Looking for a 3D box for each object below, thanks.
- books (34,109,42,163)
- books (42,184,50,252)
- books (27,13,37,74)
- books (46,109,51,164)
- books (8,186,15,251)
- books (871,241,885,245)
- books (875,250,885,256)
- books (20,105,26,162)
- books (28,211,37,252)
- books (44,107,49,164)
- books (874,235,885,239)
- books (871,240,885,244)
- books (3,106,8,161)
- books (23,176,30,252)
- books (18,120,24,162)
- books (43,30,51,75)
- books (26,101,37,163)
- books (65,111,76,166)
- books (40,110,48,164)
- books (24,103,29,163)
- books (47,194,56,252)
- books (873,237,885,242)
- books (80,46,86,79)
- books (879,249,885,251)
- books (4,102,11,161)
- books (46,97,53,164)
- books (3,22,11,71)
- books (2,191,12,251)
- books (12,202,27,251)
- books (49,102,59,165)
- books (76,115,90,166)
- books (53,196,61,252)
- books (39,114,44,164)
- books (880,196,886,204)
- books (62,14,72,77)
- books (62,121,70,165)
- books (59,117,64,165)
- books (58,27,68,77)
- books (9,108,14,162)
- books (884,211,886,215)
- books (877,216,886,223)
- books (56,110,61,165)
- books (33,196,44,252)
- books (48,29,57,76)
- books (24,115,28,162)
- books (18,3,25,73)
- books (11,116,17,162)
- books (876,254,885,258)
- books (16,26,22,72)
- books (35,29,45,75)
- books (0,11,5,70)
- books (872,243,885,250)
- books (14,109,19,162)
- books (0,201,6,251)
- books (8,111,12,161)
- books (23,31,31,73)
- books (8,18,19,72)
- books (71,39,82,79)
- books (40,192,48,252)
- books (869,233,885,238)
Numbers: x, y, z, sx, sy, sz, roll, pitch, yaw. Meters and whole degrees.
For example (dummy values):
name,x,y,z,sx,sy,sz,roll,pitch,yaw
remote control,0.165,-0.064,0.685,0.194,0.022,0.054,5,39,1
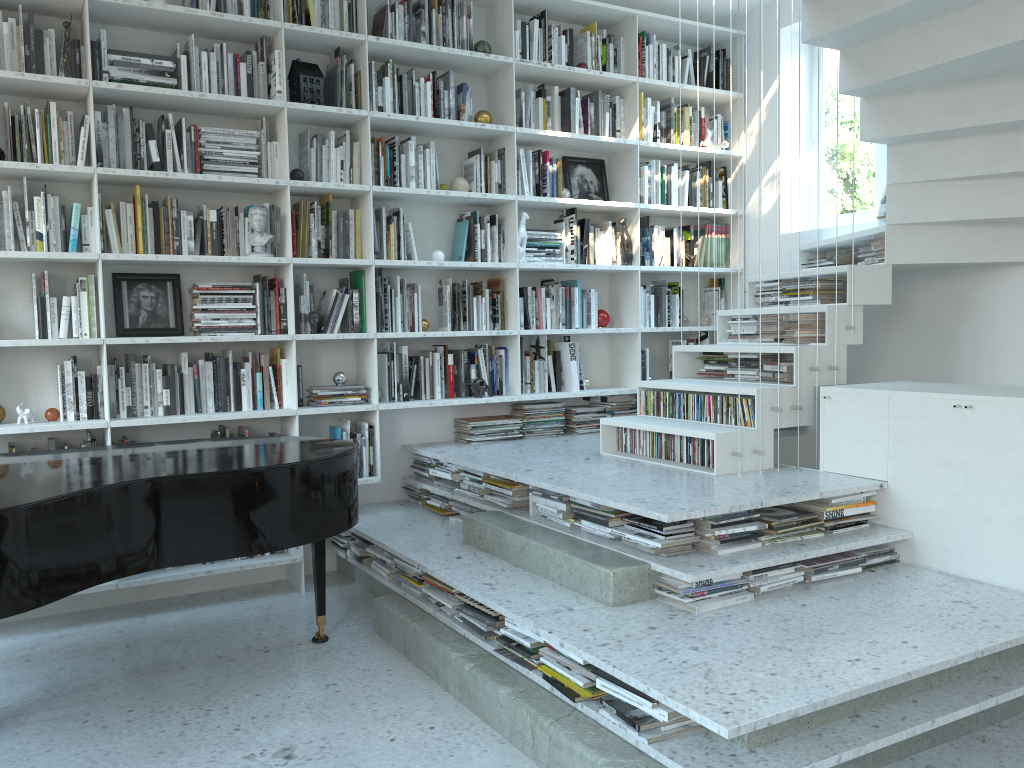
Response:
name,x,y,z,sx,sy,sz,roll,pitch,yaw
books,-2.071,-1.056,3.873,0.013,0.244,0.188,-3,5,-29
books,-2.058,-0.717,3.918,0.011,0.301,0.178,-3,5,-29
books,-2.096,-1.446,3.876,0.022,0.291,0.146,-3,5,-29
books,-2.044,-1.063,3.908,0.006,0.253,0.180,-3,5,-29
books,-2.174,-0.703,3.851,0.012,0.286,0.167,-3,5,-29
books,1.862,-0.665,4.174,0.290,0.006,0.149,-1,3,-1
books,1.864,-0.623,4.171,0.238,0.018,0.173,-1,3,-3
books,-2.136,-1.066,3.875,0.009,0.267,0.149,-3,5,-29
books,-2.117,-0.659,3.911,0.025,0.189,0.140,-3,5,-29
books,-2.052,-1.069,3.910,0.004,0.265,0.141,-3,5,-29
books,1.862,-0.694,4.164,0.266,0.008,0.163,-2,3,-9
books,1.862,-0.672,4.176,0.285,0.007,0.159,-1,3,-4
books,-2.193,-1.057,3.840,0.005,0.254,0.160,-3,5,-29
books,-2.127,-0.728,3.885,0.010,0.330,0.173,-3,5,-29
books,-2.140,-1.032,3.865,0.011,0.200,0.162,-3,4,-29
books,-2.043,-1.413,3.890,0.022,0.223,0.161,-3,5,-29
books,-2.108,-1.078,3.890,0.033,0.288,0.155,-3,5,-29
books,-1.967,-1.068,3.952,0.022,0.257,0.155,-3,5,-29
books,-2.061,-1.063,3.906,0.017,0.253,0.139,-3,5,-29
books,-2.119,-1.071,3.872,0.005,0.275,0.157,-3,5,-29
books,-2.043,-0.697,3.929,0.023,0.260,0.170,-3,5,-29
books,1.861,-0.683,4.187,0.262,0.016,0.131,-2,3,-6
books,-1.930,-1.407,3.985,0.019,0.194,0.098,-3,5,-29
books,1.862,-0.636,4.180,0.208,0.008,0.143,-2,3,-9
books,-2.189,-1.068,3.850,0.012,0.276,0.129,-3,5,-29
books,-2.040,-1.089,3.911,0.006,0.304,0.165,-3,5,-29
books,-2.167,-1.408,3.806,0.021,0.226,0.191,-3,4,-29
books,-2.194,-0.693,3.853,0.022,0.267,0.151,-3,5,-29
books,-2.155,-0.675,3.882,0.048,0.225,0.149,-3,5,-29
books,-2.025,-1.079,3.917,0.022,0.285,0.190,-3,5,-29
books,-1.918,-1.059,3.955,0.064,0.237,0.208,-3,4,-29
books,-2.034,-0.697,3.958,0.022,0.256,0.152,-3,5,-29
books,-2.079,-1.054,3.911,0.011,0.236,0.130,-3,5,-29
books,1.865,-0.858,4.098,0.283,0.012,0.175,0,4,15
books,-1.974,-1.457,3.921,0.058,0.303,0.175,-3,5,-29
books,-1.991,-1.047,3.950,0.024,0.216,0.142,-3,5,-29
books,-2.006,-1.053,3.941,0.011,0.230,0.165,-3,5,-29
books,-1.987,-1.437,3.916,0.055,0.264,0.166,-3,5,-29
books,-2.164,-1.050,3.834,0.005,0.240,0.173,-3,5,-29
books,1.868,-0.803,4.109,0.256,0.010,0.163,0,4,15
books,1.949,-0.816,4.374,0.226,0.013,0.284,1,4,33
books,-2.014,-1.066,3.932,0.010,0.257,0.140,-3,5,-29
books,-2.086,-0.689,3.906,0.028,0.247,0.170,-3,5,-29
books,-2.030,-1.422,3.914,0.024,0.237,0.153,-3,5,-29
books,-2.113,-1.040,3.852,0.006,0.216,0.181,-3,4,-29
books,-2.120,-1.454,3.835,0.011,0.314,0.183,-3,5,-29
books,-2.165,-1.039,3.854,0.013,0.216,0.149,-3,5,-29
books,1.864,-0.606,4.171,0.223,0.015,0.179,-1,3,-6
books,-2.135,-1.413,3.841,0.013,0.231,0.141,-3,5,-29
books,-2.063,-1.410,3.874,0.030,0.218,0.182,-3,4,-29
books,-2.200,-1.438,3.813,0.026,0.287,0.137,-3,5,-29
books,1.859,-0.650,4.164,0.262,0.023,0.200,-1,3,-3
books,-2.144,-1.048,3.835,0.005,0.236,0.178,-3,5,-29
books,-2.222,-0.673,3.856,0.024,0.227,0.137,-3,5,-29
books,-2.180,-1.050,3.853,0.005,0.239,0.145,-3,5,-29
books,-2.114,-1.406,3.866,0.024,0.213,0.150,-3,5,-29
books,-2.155,-1.427,3.833,0.028,0.261,0.135,-3,5,-29
books,-1.948,-1.415,3.967,0.028,0.212,0.134,-3,5,-29
books,-2.064,-0.698,3.906,0.012,0.266,0.192,-3,5,-29
books,1.861,-0.703,4.177,0.300,0.007,0.158,-1,3,-4
